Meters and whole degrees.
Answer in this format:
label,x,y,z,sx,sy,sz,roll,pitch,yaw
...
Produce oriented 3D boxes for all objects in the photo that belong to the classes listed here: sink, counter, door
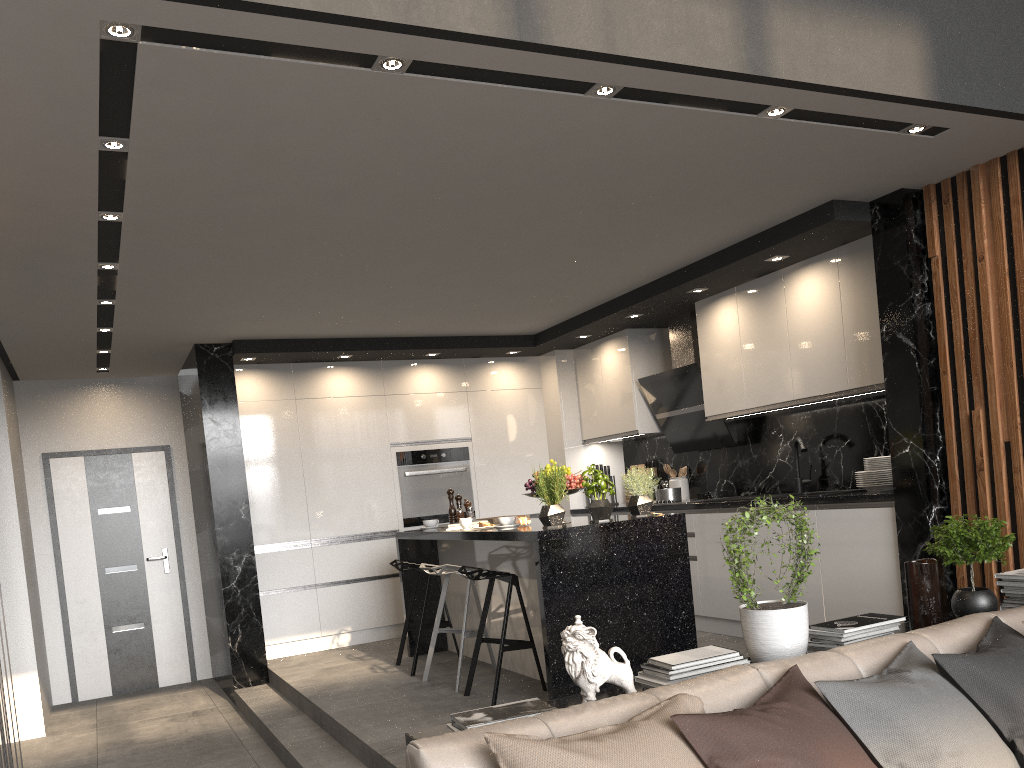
label,x,y,z,sx,sy,sz,roll,pitch,yaw
sink,1.772,0.626,5.712,0.495,0.547,1.124,-5,-5,-26
counter,1.524,0.841,6.228,0.607,0.040,3.493,-2,-8,-26
door,-3.280,1.583,7.365,0.968,2.087,0.170,-6,2,-25

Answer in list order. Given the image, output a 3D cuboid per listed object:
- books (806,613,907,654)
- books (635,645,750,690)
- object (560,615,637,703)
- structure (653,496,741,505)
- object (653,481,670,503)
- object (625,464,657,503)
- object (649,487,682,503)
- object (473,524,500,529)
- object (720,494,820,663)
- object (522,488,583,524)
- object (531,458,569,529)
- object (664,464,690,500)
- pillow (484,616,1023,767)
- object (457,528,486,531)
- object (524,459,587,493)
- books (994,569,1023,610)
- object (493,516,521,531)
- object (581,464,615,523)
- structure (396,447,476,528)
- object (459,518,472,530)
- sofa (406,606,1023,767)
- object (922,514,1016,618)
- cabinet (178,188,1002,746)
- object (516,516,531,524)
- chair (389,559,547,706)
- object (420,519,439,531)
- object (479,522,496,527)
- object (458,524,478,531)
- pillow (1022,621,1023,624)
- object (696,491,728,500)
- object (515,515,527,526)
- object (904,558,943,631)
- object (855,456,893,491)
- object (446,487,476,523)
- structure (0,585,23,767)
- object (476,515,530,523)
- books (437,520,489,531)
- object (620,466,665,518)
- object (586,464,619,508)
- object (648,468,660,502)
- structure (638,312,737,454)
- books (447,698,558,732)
label,x,y,z,sx,sy,sz,roll,pitch,yaw
books,1.164,0.865,3.013,0.323,0.099,0.207,-3,-6,-26
books,0.577,0.896,2.736,0.346,0.100,0.196,-3,-6,-26
object,0.249,0.811,2.555,0.207,0.291,0.136,-6,1,-6
structure,1.337,0.887,6.617,0.507,0.060,0.606,-2,-8,-26
object,1.229,0.895,7.264,0.179,0.163,0.275,-4,-5,-26
object,1.116,0.869,7.627,0.097,0.330,0.404,-7,-3,-26
object,1.157,0.849,6.783,0.199,0.153,0.352,-3,-6,-35
object,-0.149,0.870,5.328,0.192,0.012,0.192,-7,-7,7
object,0.841,0.642,2.847,0.217,0.577,0.382,-5,0,45
object,0.246,0.697,4.947,0.370,0.188,0.366,-8,-6,28
object,0.212,0.561,4.542,0.197,0.370,0.185,-6,0,19
object,1.343,0.787,7.043,0.174,0.305,0.158,-6,0,-23
pillow,0.917,0.943,2.153,1.930,0.500,0.547,-3,-4,-26
object,-0.204,0.882,5.341,0.226,0.003,0.231,-2,-8,-26
object,0.233,0.533,4.951,0.345,0.215,0.322,-3,-5,-28
books,2.076,0.794,3.394,0.331,0.150,0.201,-3,-4,-25
object,-0.027,0.773,4.856,0.156,0.070,0.154,-9,-6,33
object,0.458,0.576,4.637,0.178,0.313,0.173,-6,0,-15
structure,-0.763,0.915,7.694,0.651,0.633,0.657,-5,-3,-26
object,-0.282,0.860,5.381,0.077,0.071,0.084,-7,-3,24
sofa,1.481,1.035,1.887,3.226,0.819,1.895,-3,-6,-26
object,1.708,0.687,3.268,0.311,0.409,0.270,-6,-1,24
cabinet,0.066,0.427,5.693,3.599,3.243,6.264,-4,-5,-26
object,0.042,0.806,5.158,0.130,0.060,0.070,-3,-4,-26
chair,-0.323,1.444,5.345,0.431,0.736,1.746,-6,-5,-26
object,-0.553,0.962,5.958,0.156,0.070,0.154,-9,-6,33
object,-0.142,0.854,5.330,0.074,0.043,0.129,-3,-7,-33
object,-0.266,0.875,5.336,0.131,0.027,0.027,-9,-3,24
pillow,2.207,0.880,2.653,1.385,0.548,0.763,-6,-4,5
object,1.454,0.824,6.492,0.235,0.060,0.350,-12,-9,42
object,0.052,0.798,5.105,0.074,0.059,0.060,-6,-2,-5
object,1.483,0.767,3.154,0.108,0.268,0.109,-6,1,-20
object,2.160,0.520,5.097,0.299,0.195,0.307,-4,-5,-23
object,-0.351,0.869,6.247,0.149,0.284,0.202,-6,0,-43
structure,-2.834,-0.925,3.138,1.170,6.062,3.618,-7,0,-26
object,-0.088,0.983,6.357,0.289,0.030,0.405,-2,-8,-26
books,-0.318,0.927,5.746,0.321,0.038,0.174,-2,-7,-26
object,0.700,0.583,4.780,0.220,0.285,0.212,-6,-1,-13
object,0.785,0.896,7.730,0.320,0.374,0.067,-5,1,-25
object,1.197,0.848,7.339,0.089,0.284,0.082,-6,2,-25
structure,1.338,-0.008,6.625,0.411,1.032,0.743,-6,-1,-26
books,-0.020,0.936,2.432,0.292,0.054,0.185,-3,-7,-21
